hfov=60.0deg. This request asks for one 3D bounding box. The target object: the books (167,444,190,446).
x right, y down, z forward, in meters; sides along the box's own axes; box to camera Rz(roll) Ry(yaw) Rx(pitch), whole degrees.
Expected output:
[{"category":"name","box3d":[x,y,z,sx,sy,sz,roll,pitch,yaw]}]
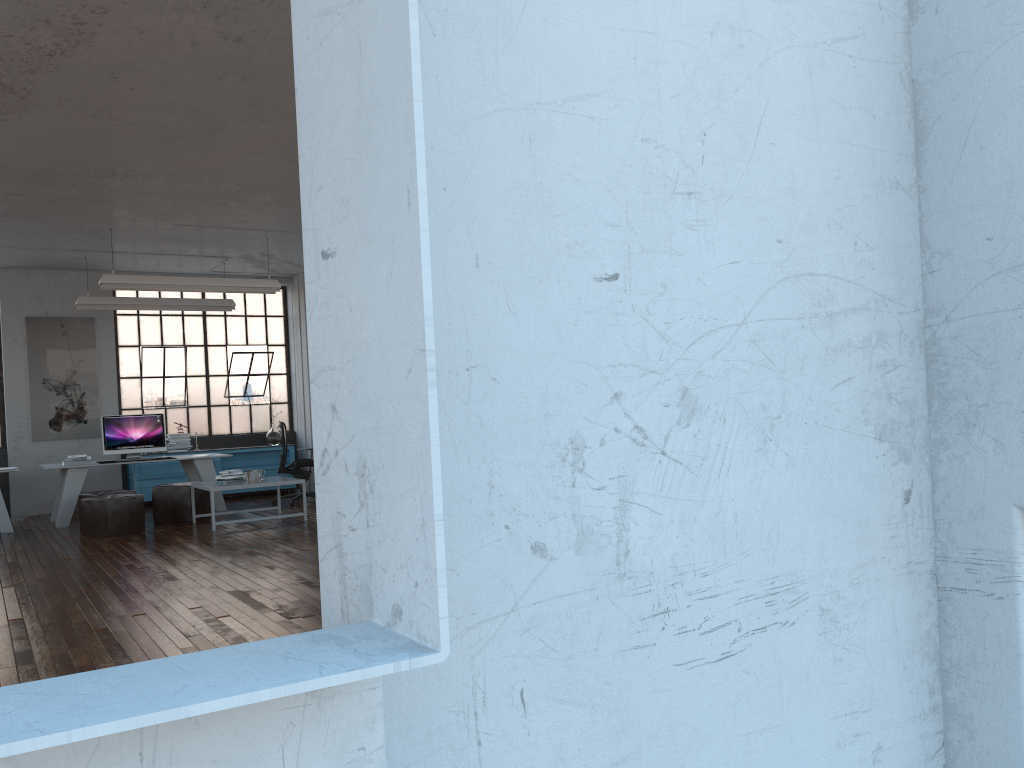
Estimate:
[{"category":"books","box3d":[-4.772,0.871,12.682,0.288,0.016,0.182,-2,-2,-31]}]

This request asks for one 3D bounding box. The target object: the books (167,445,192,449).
[{"category":"books","box3d":[-4.759,0.901,12.672,0.330,0.025,0.176,-2,-2,-31]}]

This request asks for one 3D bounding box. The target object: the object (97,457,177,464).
[{"category":"object","box3d":[-4.583,0.931,10.815,0.847,0.008,0.688,-2,-2,-30]}]

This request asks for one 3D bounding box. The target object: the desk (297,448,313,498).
[{"category":"desk","box3d":[-2.238,1.197,11.946,0.932,0.688,1.227,-2,-1,-31]}]

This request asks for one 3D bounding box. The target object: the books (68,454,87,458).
[{"category":"books","box3d":[-5.084,0.842,10.368,0.185,0.030,0.153,-2,-2,-31]}]

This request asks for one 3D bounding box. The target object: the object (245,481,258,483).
[{"category":"object","box3d":[-2.819,1.060,9.593,0.137,0.003,0.137,-3,-1,-10]}]

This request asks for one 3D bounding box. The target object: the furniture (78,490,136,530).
[{"category":"furniture","box3d":[-4.482,1.400,9.836,0.480,0.439,0.479,-3,-1,37]}]

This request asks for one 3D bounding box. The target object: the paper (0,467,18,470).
[{"category":"paper","box3d":[-5.840,0.965,10.025,0.428,0.001,0.485,-2,-2,-21]}]

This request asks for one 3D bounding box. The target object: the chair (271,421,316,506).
[{"category":"chair","box3d":[-2.780,1.018,11.688,0.792,1.085,0.771,-3,0,-28]}]

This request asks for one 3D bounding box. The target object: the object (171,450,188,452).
[{"category":"object","box3d":[-4.704,0.946,12.442,0.253,0.014,0.187,-2,-2,-31]}]

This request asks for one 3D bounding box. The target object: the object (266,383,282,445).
[{"category":"object","box3d":[-3.514,0.446,13.229,0.434,0.940,0.231,-3,0,40]}]

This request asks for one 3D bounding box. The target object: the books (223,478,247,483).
[{"category":"books","box3d":[-3.073,1.069,9.822,0.218,0.028,0.171,-2,-2,-31]}]

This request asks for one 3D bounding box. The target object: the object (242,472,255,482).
[{"category":"object","box3d":[-2.842,1.006,9.584,0.129,0.109,0.101,-3,-1,-23]}]

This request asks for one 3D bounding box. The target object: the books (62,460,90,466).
[{"category":"books","box3d":[-5.098,0.922,10.367,0.271,0.050,0.200,-2,-2,-31]}]

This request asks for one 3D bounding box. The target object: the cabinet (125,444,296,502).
[{"category":"cabinet","box3d":[-4.302,1.307,12.785,2.261,0.733,0.627,-2,-1,-31]}]

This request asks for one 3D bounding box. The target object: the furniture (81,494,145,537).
[{"category":"furniture","box3d":[-4.183,1.376,9.300,0.471,0.431,0.470,-3,-1,27]}]

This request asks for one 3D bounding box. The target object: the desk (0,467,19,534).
[{"category":"desk","box3d":[-6.604,1.351,9.761,2.055,0.697,1.065,-2,-1,-31]}]

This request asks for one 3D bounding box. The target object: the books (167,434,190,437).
[{"category":"books","box3d":[-4.765,0.734,12.670,0.288,0.016,0.182,-2,-2,-31]}]

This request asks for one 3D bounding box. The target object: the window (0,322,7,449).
[{"category":"window","box3d":[-7.884,-0.230,11.179,2.589,2.391,0.670,-2,0,-31]}]

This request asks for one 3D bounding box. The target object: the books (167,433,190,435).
[{"category":"books","box3d":[-4.765,0.718,12.658,0.288,0.016,0.182,-2,-2,-31]}]

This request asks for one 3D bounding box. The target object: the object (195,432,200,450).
[{"category":"object","box3d":[-4.576,0.828,12.858,0.084,0.256,0.084,-3,0,36]}]

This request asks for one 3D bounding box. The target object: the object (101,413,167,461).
[{"category":"object","box3d":[-4.597,0.648,10.818,0.714,0.553,0.377,-2,-1,-30]}]

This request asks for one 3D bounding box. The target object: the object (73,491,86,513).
[{"category":"object","box3d":[-5.837,1.557,11.834,0.292,0.308,0.293,-3,-1,-3]}]

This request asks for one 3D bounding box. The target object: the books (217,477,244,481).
[{"category":"books","box3d":[-3.109,1.048,9.816,0.274,0.025,0.210,-3,-1,-11]}]

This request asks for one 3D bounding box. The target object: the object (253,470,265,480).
[{"category":"object","box3d":[-2.818,1.012,9.865,0.129,0.109,0.101,-3,-1,-23]}]

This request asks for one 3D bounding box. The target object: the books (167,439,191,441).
[{"category":"books","box3d":[-4.767,0.799,12.688,0.288,0.016,0.182,-2,-2,-31]}]

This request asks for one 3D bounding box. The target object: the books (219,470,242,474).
[{"category":"books","box3d":[-3.104,0.967,9.782,0.141,0.026,0.202,-4,-2,29]}]

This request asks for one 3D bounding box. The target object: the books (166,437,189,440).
[{"category":"books","box3d":[-4.788,0.778,12.675,0.295,0.028,0.180,-2,-2,-31]}]

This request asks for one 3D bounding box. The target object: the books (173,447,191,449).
[{"category":"books","box3d":[-4.755,0.921,12.662,0.285,0.012,0.159,-2,-2,-31]}]

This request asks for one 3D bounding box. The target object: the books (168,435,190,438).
[{"category":"books","box3d":[-4.763,0.753,12.672,0.273,0.021,0.174,-2,-2,-31]}]

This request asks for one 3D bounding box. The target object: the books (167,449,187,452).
[{"category":"books","box3d":[-4.709,0.932,12.440,0.248,0.014,0.187,-2,-2,-33]}]

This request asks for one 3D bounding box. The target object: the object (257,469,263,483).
[{"category":"object","box3d":[-2.688,0.976,9.444,0.055,0.153,0.055,-3,0,35]}]

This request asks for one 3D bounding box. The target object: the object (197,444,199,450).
[{"category":"object","box3d":[-4.501,0.907,12.707,0.088,0.085,0.088,-3,-1,-27]}]

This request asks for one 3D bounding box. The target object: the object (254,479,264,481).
[{"category":"object","box3d":[-2.825,1.067,9.858,0.137,0.003,0.137,-3,-1,-10]}]

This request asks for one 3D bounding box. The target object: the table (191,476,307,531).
[{"category":"table","box3d":[-2.899,1.292,9.737,0.991,0.445,0.973,-2,-1,-31]}]

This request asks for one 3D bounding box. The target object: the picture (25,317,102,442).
[{"category":"picture","box3d":[-6.029,-0.077,11.924,0.852,1.650,0.025,-3,0,-31]}]

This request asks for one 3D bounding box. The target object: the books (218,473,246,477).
[{"category":"books","box3d":[-3.099,1.006,9.818,0.275,0.014,0.200,-2,-2,-31]}]

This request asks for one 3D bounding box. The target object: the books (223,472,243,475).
[{"category":"books","box3d":[-3.083,0.989,9.792,0.184,0.026,0.125,-3,-1,-1]}]

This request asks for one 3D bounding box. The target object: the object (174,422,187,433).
[{"category":"object","box3d":[-4.730,0.618,12.662,0.177,0.161,0.092,-3,0,26]}]

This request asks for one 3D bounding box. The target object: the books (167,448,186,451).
[{"category":"books","box3d":[-4.711,0.919,12.447,0.251,0.012,0.202,-2,-2,-30]}]

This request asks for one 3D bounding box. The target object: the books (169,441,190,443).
[{"category":"books","box3d":[-4.752,0.830,12.670,0.254,0.012,0.161,-2,-2,-31]}]

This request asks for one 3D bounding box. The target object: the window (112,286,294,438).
[{"category":"window","box3d":[-4.552,-0.345,13.214,2.589,2.391,0.670,-2,0,-31]}]

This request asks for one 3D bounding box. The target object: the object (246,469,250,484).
[{"category":"object","box3d":[-2.798,0.983,9.414,0.052,0.148,0.052,-3,0,9]}]

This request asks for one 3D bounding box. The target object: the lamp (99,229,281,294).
[{"category":"lamp","box3d":[-3.479,-1.328,9.656,1.876,0.628,0.202,-2,0,-31]}]

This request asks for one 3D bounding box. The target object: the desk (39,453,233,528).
[{"category":"desk","box3d":[-4.625,1.285,10.970,2.076,0.704,1.076,-2,-1,-31]}]

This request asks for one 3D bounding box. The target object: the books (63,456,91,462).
[{"category":"books","box3d":[-5.076,0.873,10.355,0.257,0.044,0.193,-3,-1,-11]}]

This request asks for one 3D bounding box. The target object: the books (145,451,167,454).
[{"category":"books","box3d":[-4.939,0.945,12.303,0.258,0.032,0.191,-2,-2,-29]}]

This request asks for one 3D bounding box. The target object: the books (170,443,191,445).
[{"category":"books","box3d":[-4.741,0.854,12.674,0.256,0.013,0.161,-2,-2,-31]}]

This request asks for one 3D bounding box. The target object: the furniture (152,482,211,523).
[{"category":"furniture","box3d":[-3.817,1.367,10.245,0.503,0.460,0.503,-3,-1,7]}]

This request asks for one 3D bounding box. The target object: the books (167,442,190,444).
[{"category":"books","box3d":[-4.764,0.843,12.669,0.285,0.012,0.159,-2,-2,-31]}]

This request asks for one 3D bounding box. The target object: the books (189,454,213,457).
[{"category":"books","box3d":[-3.869,0.893,11.026,0.205,0.019,0.243,-3,-1,9]}]

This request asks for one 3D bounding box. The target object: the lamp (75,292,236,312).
[{"category":"lamp","box3d":[-4.448,-1.037,11.157,1.876,0.205,0.202,-2,-1,-31]}]

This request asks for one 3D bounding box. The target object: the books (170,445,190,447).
[{"category":"books","box3d":[-4.749,0.883,12.678,0.254,0.013,0.161,-2,-2,-31]}]

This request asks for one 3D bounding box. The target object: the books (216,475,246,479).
[{"category":"books","box3d":[-3.108,1.024,9.816,0.200,0.031,0.272,-4,-2,34]}]

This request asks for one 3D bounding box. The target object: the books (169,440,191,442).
[{"category":"books","box3d":[-4.751,0.815,12.681,0.263,0.017,0.168,-2,-2,-31]}]
